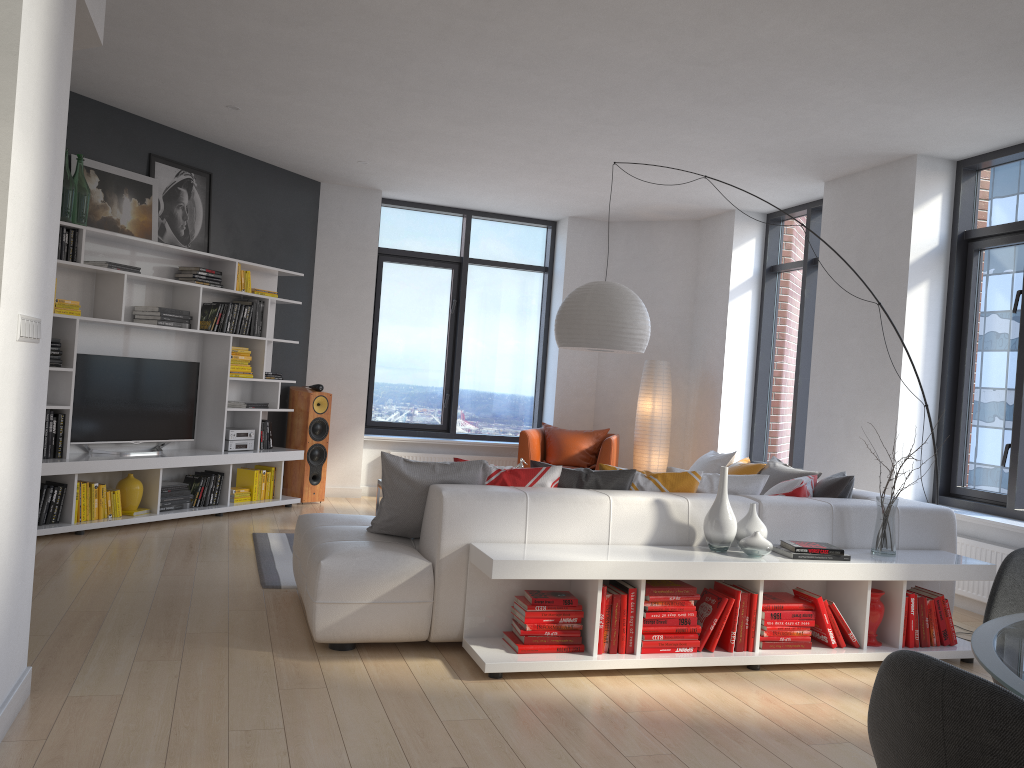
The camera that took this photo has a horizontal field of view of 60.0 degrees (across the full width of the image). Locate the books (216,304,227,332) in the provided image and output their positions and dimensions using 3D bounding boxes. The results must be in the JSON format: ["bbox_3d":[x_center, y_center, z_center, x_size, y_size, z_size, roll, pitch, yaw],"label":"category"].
[{"bbox_3d":[-2.388,-0.529,7.128,0.169,0.233,0.081,4,0,26],"label":"books"}]

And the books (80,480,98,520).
[{"bbox_3d":[-2.919,0.796,6.087,0.185,0.252,0.055,4,0,26],"label":"books"}]

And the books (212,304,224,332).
[{"bbox_3d":[-2.415,-0.531,7.107,0.187,0.234,0.096,4,0,28],"label":"books"}]

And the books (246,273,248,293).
[{"bbox_3d":[-2.223,-0.832,7.304,0.108,0.161,0.046,4,0,26],"label":"books"}]

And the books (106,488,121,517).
[{"bbox_3d":[-2.820,0.833,6.243,0.148,0.193,0.067,4,0,28],"label":"books"}]

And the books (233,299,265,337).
[{"bbox_3d":[-2.239,-0.557,7.498,0.259,0.321,0.128,4,0,27],"label":"books"}]

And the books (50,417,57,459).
[{"bbox_3d":[-3.113,0.350,5.899,0.200,0.272,0.028,4,0,27],"label":"books"}]

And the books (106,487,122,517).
[{"bbox_3d":[-2.817,0.833,6.269,0.149,0.193,0.046,4,0,28],"label":"books"}]

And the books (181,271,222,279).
[{"bbox_3d":[-2.454,-0.864,7.007,0.180,0.026,0.246,4,0,30],"label":"books"}]

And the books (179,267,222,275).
[{"bbox_3d":[-2.463,-0.891,7.009,0.209,0.030,0.266,4,0,21],"label":"books"}]

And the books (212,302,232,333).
[{"bbox_3d":[-2.373,-0.539,7.186,0.192,0.254,0.075,4,0,26],"label":"books"}]

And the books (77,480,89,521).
[{"bbox_3d":[-2.950,0.788,6.030,0.202,0.267,0.038,4,0,28],"label":"books"}]

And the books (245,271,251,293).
[{"bbox_3d":[-2.224,-0.844,7.332,0.141,0.184,0.064,4,0,28],"label":"books"}]

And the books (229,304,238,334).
[{"bbox_3d":[-2.343,-0.534,7.242,0.191,0.249,0.084,4,0,27],"label":"books"}]

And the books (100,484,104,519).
[{"bbox_3d":[-2.894,0.806,6.136,0.171,0.235,0.043,4,0,25],"label":"books"}]

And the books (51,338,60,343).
[{"bbox_3d":[-3.115,-0.294,5.785,0.180,0.026,0.246,4,0,35],"label":"books"}]

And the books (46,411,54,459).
[{"bbox_3d":[-3.133,0.329,5.872,0.239,0.315,0.034,4,0,27],"label":"books"}]

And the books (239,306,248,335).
[{"bbox_3d":[-2.283,-0.527,7.329,0.179,0.243,0.071,4,0,26],"label":"books"}]

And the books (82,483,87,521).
[{"bbox_3d":[-2.965,0.790,6.004,0.198,0.258,0.066,4,0,27],"label":"books"}]

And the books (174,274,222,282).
[{"bbox_3d":[-2.481,-0.838,7.016,0.214,0.030,0.284,4,0,31],"label":"books"}]

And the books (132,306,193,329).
[{"bbox_3d":[-2.647,-0.501,6.722,0.277,0.137,0.343,4,0,22],"label":"books"}]

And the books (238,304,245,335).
[{"bbox_3d":[-2.306,-0.534,7.312,0.192,0.254,0.075,4,0,26],"label":"books"}]

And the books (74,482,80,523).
[{"bbox_3d":[-2.975,0.782,5.925,0.204,0.270,0.029,4,0,27],"label":"books"}]

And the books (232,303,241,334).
[{"bbox_3d":[-2.328,-0.538,7.273,0.197,0.260,0.066,4,0,27],"label":"books"}]

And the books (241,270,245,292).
[{"bbox_3d":[-2.256,-0.844,7.279,0.132,0.180,0.054,4,0,27],"label":"books"}]

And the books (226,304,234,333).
[{"bbox_3d":[-2.356,-0.530,7.207,0.179,0.243,0.068,4,0,26],"label":"books"}]

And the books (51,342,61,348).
[{"bbox_3d":[-3.142,-0.267,5.797,0.214,0.030,0.284,4,0,36],"label":"books"}]

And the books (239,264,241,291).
[{"bbox_3d":[-2.288,-0.869,7.261,0.164,0.224,0.054,4,0,26],"label":"books"}]

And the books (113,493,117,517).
[{"bbox_3d":[-2.819,0.846,6.214,0.113,0.169,0.049,4,0,26],"label":"books"}]

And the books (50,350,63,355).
[{"bbox_3d":[-3.126,-0.215,5.783,0.214,0.030,0.284,4,0,36],"label":"books"}]

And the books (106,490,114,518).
[{"bbox_3d":[-2.838,0.835,6.202,0.134,0.187,0.046,4,0,27],"label":"books"}]

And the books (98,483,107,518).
[{"bbox_3d":[-2.888,0.807,6.168,0.172,0.235,0.056,4,0,26],"label":"books"}]

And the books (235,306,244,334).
[{"bbox_3d":[-2.294,-0.525,7.279,0.172,0.242,0.069,4,0,28],"label":"books"}]

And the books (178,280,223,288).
[{"bbox_3d":[-2.465,-0.785,7.004,0.214,0.030,0.284,4,0,31],"label":"books"}]

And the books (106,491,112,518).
[{"bbox_3d":[-2.854,0.833,6.187,0.138,0.188,0.056,4,0,27],"label":"books"}]

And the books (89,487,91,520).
[{"bbox_3d":[-2.928,0.809,6.039,0.156,0.230,0.042,4,0,25],"label":"books"}]

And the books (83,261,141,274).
[{"bbox_3d":[-2.834,-0.822,6.273,0.250,0.047,0.310,4,0,23],"label":"books"}]

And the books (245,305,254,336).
[{"bbox_3d":[-2.261,-0.533,7.399,0.197,0.260,0.066,4,0,27],"label":"books"}]

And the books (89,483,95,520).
[{"bbox_3d":[-2.921,0.796,6.060,0.180,0.252,0.041,4,0,27],"label":"books"}]

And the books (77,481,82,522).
[{"bbox_3d":[-2.976,0.782,5.969,0.213,0.271,0.048,4,0,27],"label":"books"}]

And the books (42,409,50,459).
[{"bbox_3d":[-3.146,0.322,5.846,0.237,0.326,0.026,4,0,27],"label":"books"}]

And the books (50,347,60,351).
[{"bbox_3d":[-3.128,-0.241,5.784,0.189,0.020,0.264,4,0,31],"label":"books"}]

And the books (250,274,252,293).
[{"bbox_3d":[-2.221,-0.844,7.357,0.142,0.184,0.044,4,0,28],"label":"books"}]

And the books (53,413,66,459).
[{"bbox_3d":[-3.095,0.340,5.935,0.230,0.297,0.051,4,0,27],"label":"books"}]

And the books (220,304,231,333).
[{"bbox_3d":[-2.361,-0.530,7.154,0.172,0.242,0.069,4,0,28],"label":"books"}]

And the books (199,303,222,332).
[{"bbox_3d":[-2.426,-0.532,7.075,0.182,0.234,0.104,4,0,27],"label":"books"}]

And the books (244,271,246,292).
[{"bbox_3d":[-2.241,-0.843,7.293,0.128,0.178,0.044,4,0,27],"label":"books"}]

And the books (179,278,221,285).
[{"bbox_3d":[-2.467,-0.811,7.004,0.189,0.020,0.264,4,0,26],"label":"books"}]

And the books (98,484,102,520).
[{"bbox_3d":[-2.887,0.805,6.106,0.169,0.240,0.043,4,0,26],"label":"books"}]

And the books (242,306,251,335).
[{"bbox_3d":[-2.275,-0.529,7.368,0.191,0.249,0.084,4,0,27],"label":"books"}]
